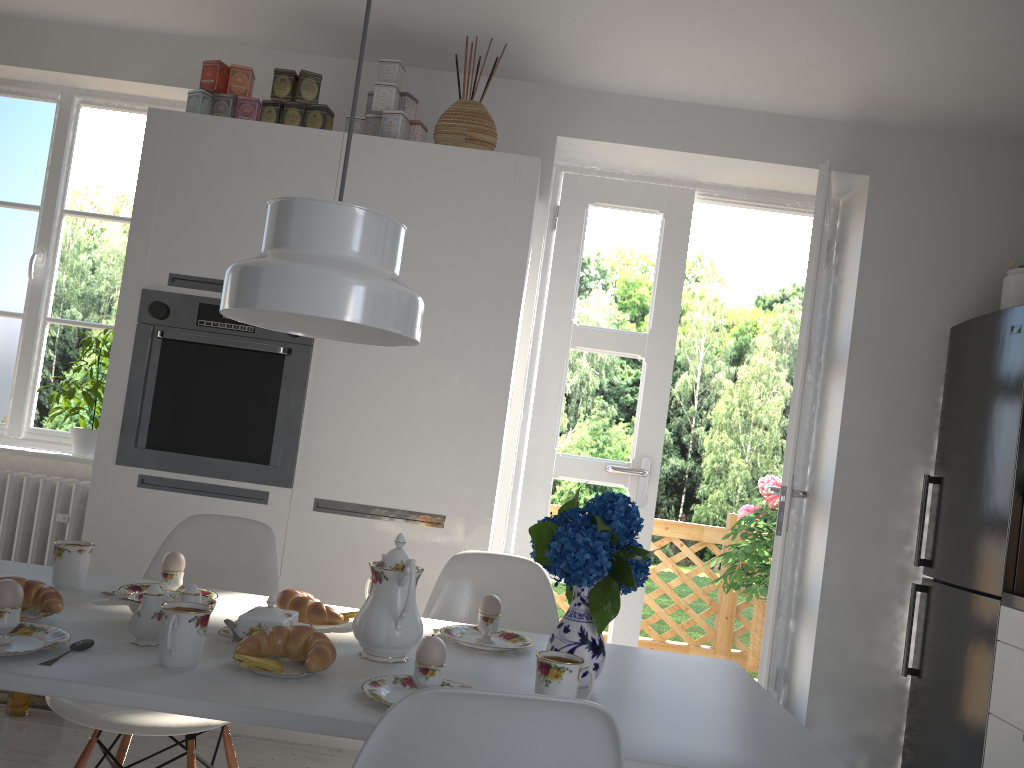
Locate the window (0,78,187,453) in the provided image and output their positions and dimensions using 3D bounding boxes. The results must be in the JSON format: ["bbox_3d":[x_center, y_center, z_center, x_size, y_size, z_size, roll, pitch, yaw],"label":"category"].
[{"bbox_3d":[-1.990,-0.495,3.729,1.286,1.560,0.116,8,-2,1],"label":"window"}]

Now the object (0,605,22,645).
[{"bbox_3d":[-0.795,0.373,1.381,0.048,0.057,0.048,5,-5,42],"label":"object"}]

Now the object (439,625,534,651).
[{"bbox_3d":[-0.055,0.539,1.871,0.201,0.016,0.201,7,-5,6],"label":"object"}]

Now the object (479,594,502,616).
[{"bbox_3d":[-0.046,0.476,1.873,0.048,0.063,0.048,7,-3,5],"label":"object"}]

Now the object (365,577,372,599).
[{"bbox_3d":[-0.284,0.474,1.938,0.091,0.095,0.078,8,-3,0],"label":"object"}]

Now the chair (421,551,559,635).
[{"bbox_3d":[-0.068,0.825,2.078,0.465,0.799,0.543,8,-3,-5],"label":"chair"}]

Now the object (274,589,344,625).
[{"bbox_3d":[-0.430,0.457,1.832,0.124,0.057,0.160,11,-5,-34],"label":"object"}]

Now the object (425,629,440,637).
[{"bbox_3d":[-0.162,0.528,1.875,0.032,0.011,0.140,7,-5,5],"label":"object"}]

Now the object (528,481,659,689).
[{"bbox_3d":[0.138,0.365,1.639,0.236,0.376,0.266,7,-3,3],"label":"object"}]

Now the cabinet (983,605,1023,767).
[{"bbox_3d":[1.844,1.021,1.261,0.662,0.793,3.246,8,-5,1],"label":"cabinet"}]

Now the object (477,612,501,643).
[{"bbox_3d":[-0.051,0.513,1.871,0.048,0.057,0.048,5,-5,42],"label":"object"}]

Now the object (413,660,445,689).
[{"bbox_3d":[-0.131,0.462,1.380,0.048,0.057,0.048,5,-5,42],"label":"object"}]

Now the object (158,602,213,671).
[{"bbox_3d":[-0.522,0.397,1.390,0.078,0.095,0.091,5,-4,38],"label":"object"}]

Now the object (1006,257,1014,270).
[{"bbox_3d":[1.915,-0.348,3.372,0.149,0.262,0.054,9,-3,-24],"label":"object"}]

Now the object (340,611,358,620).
[{"bbox_3d":[-0.384,0.484,1.846,0.109,0.036,0.070,11,-6,-41],"label":"object"}]

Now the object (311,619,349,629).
[{"bbox_3d":[-0.416,0.488,1.832,0.158,0.016,0.158,10,-5,-29],"label":"object"}]

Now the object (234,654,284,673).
[{"bbox_3d":[-0.393,0.448,1.428,0.070,0.036,0.109,7,-5,9],"label":"object"}]

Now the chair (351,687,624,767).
[{"bbox_3d":[-0.091,0.752,1.222,0.465,0.799,0.543,8,-3,-10],"label":"chair"}]

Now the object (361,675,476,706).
[{"bbox_3d":[-0.135,0.488,1.378,0.201,0.016,0.201,7,-5,6],"label":"object"}]

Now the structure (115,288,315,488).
[{"bbox_3d":[-0.948,0.032,3.149,0.727,0.608,0.322,8,-3,1],"label":"structure"}]

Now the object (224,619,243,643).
[{"bbox_3d":[-0.504,0.443,1.595,0.022,0.001,0.180,10,-5,-25],"label":"object"}]

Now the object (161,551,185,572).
[{"bbox_3d":[-0.720,0.387,1.885,0.048,0.063,0.048,7,-3,5],"label":"object"}]

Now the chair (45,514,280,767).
[{"bbox_3d":[-0.802,0.728,2.090,0.465,0.799,0.543,8,-3,0],"label":"chair"}]

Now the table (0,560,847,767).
[{"bbox_3d":[-0.438,0.810,1.638,1.825,0.659,0.816,8,-4,1],"label":"table"}]

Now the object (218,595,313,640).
[{"bbox_3d":[-0.451,0.434,1.648,0.140,0.083,0.187,8,-4,1],"label":"object"}]

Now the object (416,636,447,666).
[{"bbox_3d":[-0.126,0.425,1.382,0.048,0.063,0.048,7,-3,5],"label":"object"}]

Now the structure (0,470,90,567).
[{"bbox_3d":[-2.592,0.637,3.462,2.100,0.759,0.175,8,-3,1],"label":"structure"}]

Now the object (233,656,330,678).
[{"bbox_3d":[-0.379,0.462,1.457,0.158,0.016,0.158,7,-5,11],"label":"object"}]

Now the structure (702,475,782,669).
[{"bbox_3d":[1.711,1.080,5.166,1.175,1.278,1.265,8,-4,2],"label":"structure"}]

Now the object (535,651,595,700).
[{"bbox_3d":[0.076,0.478,1.396,0.091,0.095,0.078,8,-3,-5],"label":"object"}]

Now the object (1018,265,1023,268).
[{"bbox_3d":[1.937,-0.340,3.364,0.061,0.250,0.118,6,-3,31],"label":"object"}]

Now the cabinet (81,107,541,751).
[{"bbox_3d":[-0.718,0.186,3.278,1.377,2.093,0.514,8,-3,1],"label":"cabinet"}]

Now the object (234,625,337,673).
[{"bbox_3d":[-0.363,0.436,1.471,0.160,0.057,0.124,6,-4,16],"label":"object"}]

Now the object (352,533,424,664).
[{"bbox_3d":[-0.218,0.389,1.631,0.140,0.230,0.149,7,-3,19],"label":"object"}]

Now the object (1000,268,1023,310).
[{"bbox_3d":[1.939,-0.317,3.332,0.174,0.208,0.174,8,-3,-3],"label":"object"}]

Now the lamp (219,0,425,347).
[{"bbox_3d":[-0.272,-0.757,1.707,0.373,1.321,0.375,6,-3,33],"label":"lamp"}]

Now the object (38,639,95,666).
[{"bbox_3d":[-0.691,0.415,1.375,0.032,0.011,0.140,7,-5,5],"label":"object"}]

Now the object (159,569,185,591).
[{"bbox_3d":[-0.725,0.424,1.883,0.048,0.057,0.048,5,-5,42],"label":"object"}]
